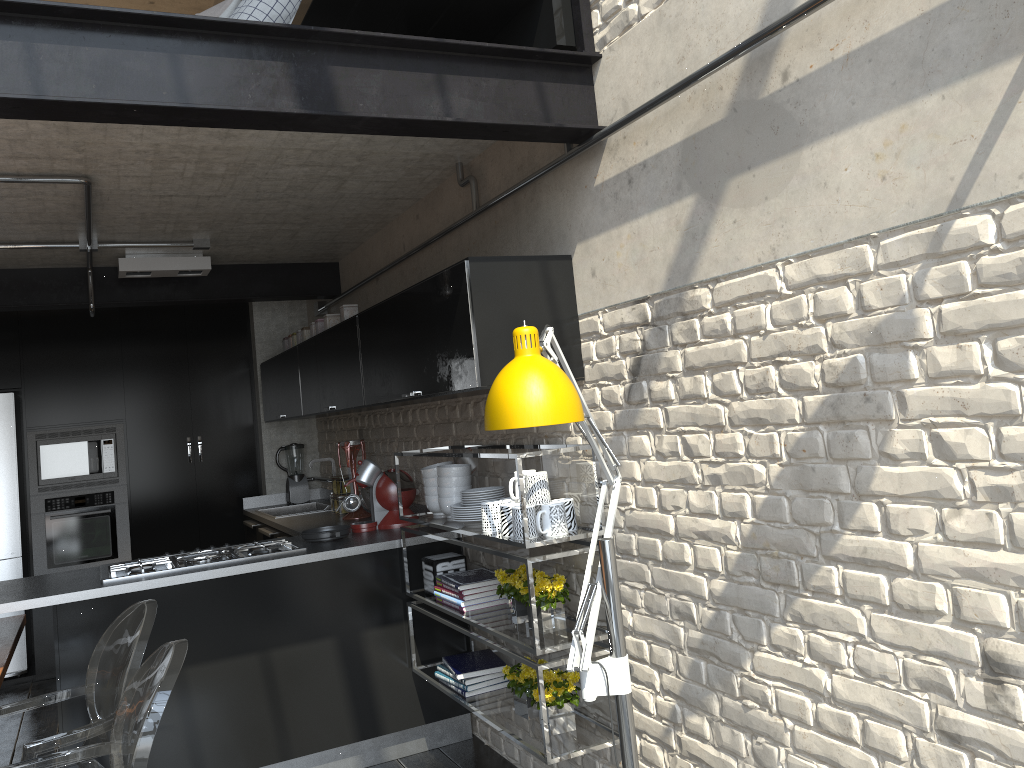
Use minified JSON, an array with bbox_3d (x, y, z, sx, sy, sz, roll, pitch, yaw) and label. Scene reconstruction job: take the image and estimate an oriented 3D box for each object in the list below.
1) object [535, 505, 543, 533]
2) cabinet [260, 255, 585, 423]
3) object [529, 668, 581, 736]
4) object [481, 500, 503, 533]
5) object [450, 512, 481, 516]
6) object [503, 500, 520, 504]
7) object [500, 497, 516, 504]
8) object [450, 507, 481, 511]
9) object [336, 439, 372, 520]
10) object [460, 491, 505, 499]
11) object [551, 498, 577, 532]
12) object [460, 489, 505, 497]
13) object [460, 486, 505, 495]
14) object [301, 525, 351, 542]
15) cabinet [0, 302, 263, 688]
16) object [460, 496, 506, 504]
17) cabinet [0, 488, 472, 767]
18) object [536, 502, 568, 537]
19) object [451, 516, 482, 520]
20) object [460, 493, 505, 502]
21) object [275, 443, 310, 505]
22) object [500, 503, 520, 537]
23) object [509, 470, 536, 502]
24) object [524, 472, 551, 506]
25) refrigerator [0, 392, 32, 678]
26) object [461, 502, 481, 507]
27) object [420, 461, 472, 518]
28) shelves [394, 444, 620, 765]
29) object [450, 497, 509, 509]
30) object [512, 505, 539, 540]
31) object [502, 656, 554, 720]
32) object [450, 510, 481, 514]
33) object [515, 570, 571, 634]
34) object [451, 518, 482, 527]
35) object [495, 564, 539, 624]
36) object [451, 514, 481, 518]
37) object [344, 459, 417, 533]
[{"bbox_3d":[0.081,0.445,2.964,0.108,0.101,0.082,-5,-4,-11],"label":"object"},{"bbox_3d":[-0.783,-0.078,4.601,0.400,0.423,3.872,-4,-2,-25],"label":"cabinet"},{"bbox_3d":[0.147,1.035,2.912,0.175,0.193,0.181,-6,-3,-3],"label":"object"},{"bbox_3d":[-0.065,0.464,3.113,0.083,0.101,0.108,-6,-3,9],"label":"object"},{"bbox_3d":[-0.105,0.484,3.325,0.250,0.031,0.251,-7,-2,33],"label":"object"},{"bbox_3d":[0.020,0.453,3.059,0.108,0.101,0.082,-3,-4,-36],"label":"object"},{"bbox_3d":[0.001,0.458,3.165,0.083,0.101,0.108,-6,-3,9],"label":"object"},{"bbox_3d":[-0.106,0.467,3.326,0.250,0.031,0.251,-7,-2,33],"label":"object"},{"bbox_3d":[-0.883,0.528,4.895,0.211,0.429,0.201,-5,-5,-11],"label":"object"},{"bbox_3d":[-0.110,0.427,3.329,0.171,0.030,0.170,-5,-2,-21],"label":"object"},{"bbox_3d":[0.173,0.435,2.950,0.083,0.101,0.108,-6,-3,9],"label":"object"},{"bbox_3d":[-0.110,0.419,3.330,0.171,0.030,0.170,-5,-2,-21],"label":"object"},{"bbox_3d":[-0.111,0.410,3.331,0.171,0.030,0.170,-5,-2,-21],"label":"object"},{"bbox_3d":[-0.860,0.692,4.049,0.227,0.050,0.309,-6,-2,3],"label":"object"},{"bbox_3d":[-2.971,0.669,6.143,2.323,2.487,0.549,-4,-5,-25],"label":"cabinet"},{"bbox_3d":[-0.108,0.445,3.327,0.171,0.030,0.170,-5,-2,-21],"label":"object"},{"bbox_3d":[-1.853,1.258,4.631,2.435,1.009,2.730,-5,-2,-25],"label":"cabinet"},{"bbox_3d":[0.124,0.438,2.859,0.108,0.101,0.082,-5,-4,-11],"label":"object"},{"bbox_3d":[-0.103,0.500,3.323,0.250,0.031,0.251,-7,-2,33],"label":"object"},{"bbox_3d":[-0.109,0.436,3.328,0.171,0.030,0.170,-5,-2,-21],"label":"object"},{"bbox_3d":[-1.547,0.631,6.239,0.223,0.425,0.161,-4,-5,-25],"label":"object"},{"bbox_3d":[0.003,0.453,2.967,0.083,0.101,0.108,-6,-3,9],"label":"object"},{"bbox_3d":[0.036,0.350,3.030,0.108,0.101,0.082,-5,-4,-11],"label":"object"},{"bbox_3d":[0.093,0.341,2.909,0.108,0.101,0.082,-3,-4,-36],"label":"object"},{"bbox_3d":[-3.605,1.005,5.785,0.725,1.833,0.495,-3,-5,-25],"label":"refrigerator"},{"bbox_3d":[-0.107,0.453,3.327,0.171,0.030,0.170,-5,-2,-21],"label":"object"},{"bbox_3d":[-0.269,0.440,3.701,0.150,0.218,0.308,-4,-3,-28],"label":"object"},{"bbox_3d":[-0.074,0.707,3.308,0.288,0.931,1.243,-3,-4,-25],"label":"shelves"},{"bbox_3d":[-0.107,0.459,3.327,0.250,0.031,0.251,-7,-2,33],"label":"object"},{"bbox_3d":[0.051,0.445,2.864,0.108,0.101,0.082,-3,-4,-36],"label":"object"},{"bbox_3d":[0.065,1.047,3.075,0.183,0.193,0.174,-5,-4,-13],"label":"object"},{"bbox_3d":[-0.106,0.475,3.325,0.250,0.031,0.251,-7,-2,33],"label":"object"},{"bbox_3d":[0.112,0.717,2.938,0.183,0.193,0.174,-5,-4,-13],"label":"object"},{"bbox_3d":[-0.102,0.508,3.322,0.250,0.031,0.251,-7,-2,33],"label":"object"},{"bbox_3d":[0.030,0.730,3.108,0.175,0.193,0.181,-6,-3,-3],"label":"object"},{"bbox_3d":[-0.104,0.492,3.324,0.250,0.031,0.251,-7,-2,33],"label":"object"},{"bbox_3d":[-0.627,0.530,4.310,0.350,0.343,0.219,-3,-5,-41],"label":"object"}]
